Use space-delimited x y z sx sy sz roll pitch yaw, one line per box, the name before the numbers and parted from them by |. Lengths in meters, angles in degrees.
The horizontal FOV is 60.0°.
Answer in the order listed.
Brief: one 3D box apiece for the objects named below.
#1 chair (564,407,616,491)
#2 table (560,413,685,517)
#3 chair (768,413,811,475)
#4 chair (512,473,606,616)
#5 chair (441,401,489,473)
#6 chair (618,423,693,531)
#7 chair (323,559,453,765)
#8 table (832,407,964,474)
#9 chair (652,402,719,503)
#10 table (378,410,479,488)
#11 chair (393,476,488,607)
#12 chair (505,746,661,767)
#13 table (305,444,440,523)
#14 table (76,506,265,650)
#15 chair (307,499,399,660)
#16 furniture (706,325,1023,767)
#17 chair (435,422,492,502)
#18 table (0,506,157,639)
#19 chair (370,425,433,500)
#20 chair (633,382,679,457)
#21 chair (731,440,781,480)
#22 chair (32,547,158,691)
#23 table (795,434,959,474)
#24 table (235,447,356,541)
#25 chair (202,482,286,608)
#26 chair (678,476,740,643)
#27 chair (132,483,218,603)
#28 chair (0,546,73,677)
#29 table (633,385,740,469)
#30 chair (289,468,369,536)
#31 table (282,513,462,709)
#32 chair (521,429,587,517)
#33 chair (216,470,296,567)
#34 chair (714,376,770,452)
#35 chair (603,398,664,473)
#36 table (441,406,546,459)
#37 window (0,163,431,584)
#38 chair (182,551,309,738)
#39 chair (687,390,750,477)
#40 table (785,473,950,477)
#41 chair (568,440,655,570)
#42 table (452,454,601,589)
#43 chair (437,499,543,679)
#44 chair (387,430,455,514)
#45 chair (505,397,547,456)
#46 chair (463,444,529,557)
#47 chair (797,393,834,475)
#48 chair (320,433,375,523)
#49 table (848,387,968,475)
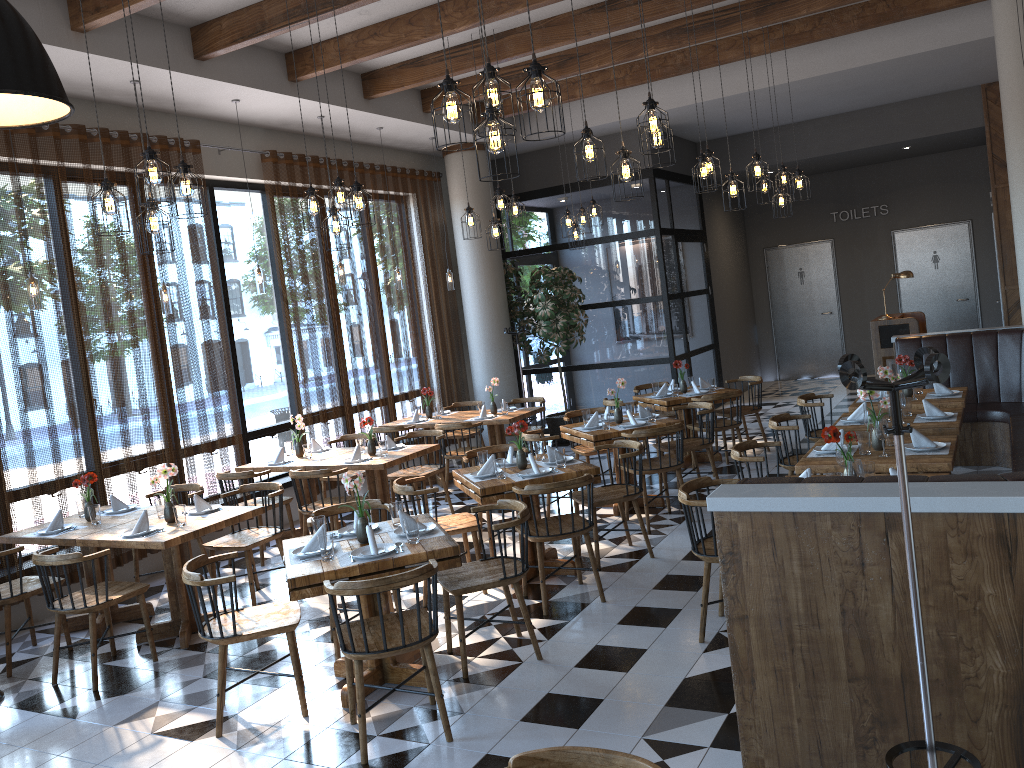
chair | 0.823 0.670 8.566 0.520 0.815 0.550 -8 3 -16
table | 1.012 0.728 7.953 0.865 0.762 0.865 -8 4 -16
chair | 2.285 0.648 6.758 0.549 0.815 0.521 -5 4 29
chair | 0.291 0.988 5.704 0.520 0.815 0.550 -8 3 -16
chair | -0.580 0.651 10.757 0.518 0.815 0.552 -5 4 29
chair | 1.180 0.735 7.327 0.520 0.815 0.550 -8 3 -16
chair | -0.569 1.233 4.133 0.520 0.815 0.550 -8 3 -16
table | 2.835 0.634 6.446 0.849 0.762 0.854 -5 4 29
chair | 1.616 0.611 8.123 0.550 0.815 0.520 -8 3 -16
table | -0.895 0.767 10.189 0.849 0.762 0.854 -5 4 29
chair | -0.502 1.048 6.147 0.550 0.815 0.520 -8 3 -16
chair | 0.152 1.335 1.960 0.518 0.815 0.552 -5 4 29
table | -1.180 1.005 7.891 0.849 0.762 0.854 -5 4 29
table | -2.233 1.305 5.969 0.849 0.762 0.854 -5 4 29
chair | -0.926 1.169 5.372 0.520 0.815 0.550 -8 3 -16
furniture | 3.179 0.469 5.630 1.914 1.148 6.615 -5 5 29
chair | -0.470 0.774 9.207 0.518 0.815 0.552 -5 4 29
table | -2.977 1.360 6.385 0.849 0.762 0.854 -5 4 29
chair | -1.204 0.829 9.617 0.518 0.815 0.552 -5 4 29
chair | 1.727 0.413 10.217 0.520 0.815 0.550 -8 3 -16
chair | 1.758 0.798 5.796 0.549 0.815 0.521 -5 4 29
chair | -2.553 1.367 5.404 0.518 0.815 0.552 -5 4 29
table | 2.314 0.783 5.494 0.849 0.762 0.854 -5 4 29
table | -1.925 1.061 8.307 0.849 0.762 0.854 -5 4 29
chair | -1.929 1.190 6.543 0.518 0.815 0.552 -5 4 29
chair | 1.231 0.948 4.834 0.549 0.815 0.521 -5 4 29
chair | -2.663 1.245 6.954 0.518 0.815 0.552 -5 4 29
chair | -3.287 1.422 5.814 0.518 0.815 0.552 -5 4 29
table | 1.910 0.472 9.594 0.865 0.762 0.865 -8 4 -16
chair | -1.501 1.068 7.326 0.518 0.815 0.552 -5 4 29
table | -0.737 1.226 4.759 0.865 0.762 0.865 -8 4 -16
chair | 0.387 0.794 7.771 0.550 0.815 0.520 -8 3 -16
chair | -2.235 1.123 7.736 0.518 0.815 0.552 -5 4 29
chair | 2.522 0.351 9.797 0.550 0.815 0.520 -8 3 -16
chair | 1.291 0.537 9.421 0.550 0.815 0.520 -8 3 -16
table | -0.150 0.712 9.773 0.849 0.762 0.854 -5 4 29
window | -3.937 0.065 4.465 4.489 3.158 15.178 -7 5 6
chair | -1.362 1.293 4.577 0.550 0.815 0.520 -8 3 -16
chair | 2.084 0.478 8.978 0.520 0.815 0.550 -8 3 -16
table | 1.787 0.933 4.531 0.849 0.762 0.854 -5 4 29
chair | 0.727 0.864 6.500 0.550 0.815 0.520 -8 3 -16
table | 0.123 0.981 6.330 0.865 0.762 0.865 -8 4 -16
chair | -0.133 1.109 4.929 0.550 0.815 0.520 -8 3 -16
chair | -0.876 0.890 8.465 0.518 0.815 0.552 -5 4 29
chair | 0.154 0.596 10.347 0.518 0.815 0.552 -5 4 29
chair | -0.066 0.924 6.943 0.520 0.815 0.550 -8 3 -16
chair | 2.811 0.498 7.720 0.549 0.815 0.521 -5 4 29
chair | -1.610 0.945 8.875 0.518 0.815 0.552 -5 4 29
table | 3.363 0.484 7.409 0.849 0.762 0.854 -5 4 29
